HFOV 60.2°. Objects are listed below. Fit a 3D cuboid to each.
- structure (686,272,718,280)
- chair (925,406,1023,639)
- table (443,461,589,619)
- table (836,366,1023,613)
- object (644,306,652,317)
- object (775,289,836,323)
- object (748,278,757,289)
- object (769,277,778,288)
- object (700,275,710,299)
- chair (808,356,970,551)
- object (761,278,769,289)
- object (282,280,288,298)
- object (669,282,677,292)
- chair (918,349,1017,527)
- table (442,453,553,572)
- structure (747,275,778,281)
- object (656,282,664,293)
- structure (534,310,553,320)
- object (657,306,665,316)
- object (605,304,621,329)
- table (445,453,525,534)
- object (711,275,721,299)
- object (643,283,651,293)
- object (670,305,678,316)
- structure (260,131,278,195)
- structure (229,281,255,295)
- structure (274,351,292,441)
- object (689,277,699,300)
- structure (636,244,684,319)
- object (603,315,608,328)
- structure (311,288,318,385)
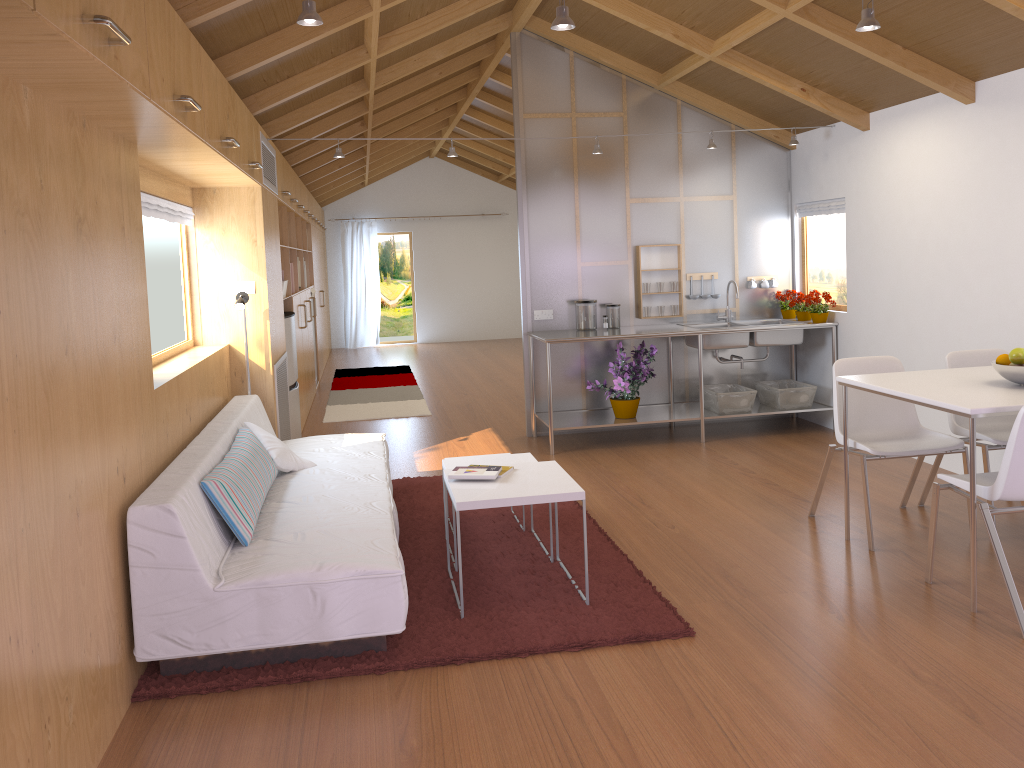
[{"bbox_3d":[1.444,-0.816,6.699,0.251,0.051,0.016,-4,4,-9],"label":"structure"},{"bbox_3d":[1.902,0.407,3.225,0.531,0.781,0.550,-3,5,-9],"label":"chair"},{"bbox_3d":[0.000,0.599,3.538,0.485,0.436,0.528,-3,7,-9],"label":"table"},{"bbox_3d":[2.142,0.355,3.661,1.210,0.738,0.905,-4,7,-9],"label":"table"},{"bbox_3d":[1.014,-0.539,6.604,0.061,0.076,0.062,-2,6,3],"label":"object"},{"bbox_3d":[2.143,-0.578,6.498,0.233,0.233,0.693,-3,8,-9],"label":"object"},{"bbox_3d":[1.839,-0.766,6.751,0.059,0.079,0.063,-3,6,-9],"label":"object"},{"bbox_3d":[2.009,-0.777,6.780,0.059,0.079,0.063,-3,6,-9],"label":"object"},{"bbox_3d":[1.453,-0.728,6.666,0.074,0.182,0.075,-1,5,22],"label":"object"},{"bbox_3d":[1.751,0.284,4.119,0.531,0.781,0.550,-3,5,-9],"label":"chair"},{"bbox_3d":[1.932,-0.770,6.762,0.059,0.080,0.063,-3,5,-2],"label":"object"},{"bbox_3d":[-1.746,-0.687,6.446,0.203,0.122,0.352,-4,8,-9],"label":"object"},{"bbox_3d":[1.211,-0.728,6.626,0.061,0.076,0.061,-6,7,-35],"label":"object"},{"bbox_3d":[2.337,0.245,4.217,0.531,0.781,0.550,-3,5,-9],"label":"chair"},{"bbox_3d":[-0.076,0.564,3.995,0.424,0.381,0.461,-3,7,-9],"label":"table"},{"bbox_3d":[1.927,-0.810,6.769,0.251,0.032,0.041,-4,7,-9],"label":"structure"},{"bbox_3d":[1.109,-0.722,6.609,0.061,0.076,0.061,-6,7,-35],"label":"object"},{"bbox_3d":[0.233,-0.510,6.516,0.142,0.070,0.011,-4,4,-9],"label":"structure"},{"bbox_3d":[1.116,-0.546,6.621,0.061,0.076,0.061,-6,7,-35],"label":"object"},{"bbox_3d":[0.745,-0.499,6.507,0.113,0.176,0.114,-1,5,11],"label":"object"},{"bbox_3d":[-0.141,0.546,4.391,0.342,0.307,0.372,-3,7,-9],"label":"table"},{"bbox_3d":[1.538,-0.734,6.680,0.074,0.182,0.075,-1,5,22],"label":"object"},{"bbox_3d":[1.007,-0.715,6.592,0.061,0.076,0.062,-2,6,3],"label":"object"},{"bbox_3d":[1.218,-0.552,6.638,0.061,0.076,0.061,-6,7,-35],"label":"object"},{"bbox_3d":[-1.528,-1.373,5.560,0.013,0.299,0.909,-3,8,-9],"label":"structure"},{"bbox_3d":[-1.557,-0.554,5.098,0.142,0.070,0.011,-4,4,-9],"label":"structure"},{"bbox_3d":[-1.467,0.189,5.689,0.013,0.717,0.824,-3,6,-9],"label":"structure"},{"bbox_3d":[1.369,-0.723,6.652,0.074,0.182,0.075,-1,5,22],"label":"object"},{"bbox_3d":[1.106,-0.768,6.614,0.328,0.542,0.077,-3,4,-9],"label":"structure"},{"bbox_3d":[0.677,-0.451,6.400,0.037,0.092,0.037,-2,4,6],"label":"object"},{"bbox_3d":[-2.278,-0.503,9.603,0.316,1.073,0.729,-3,5,-9],"label":"structure"}]
